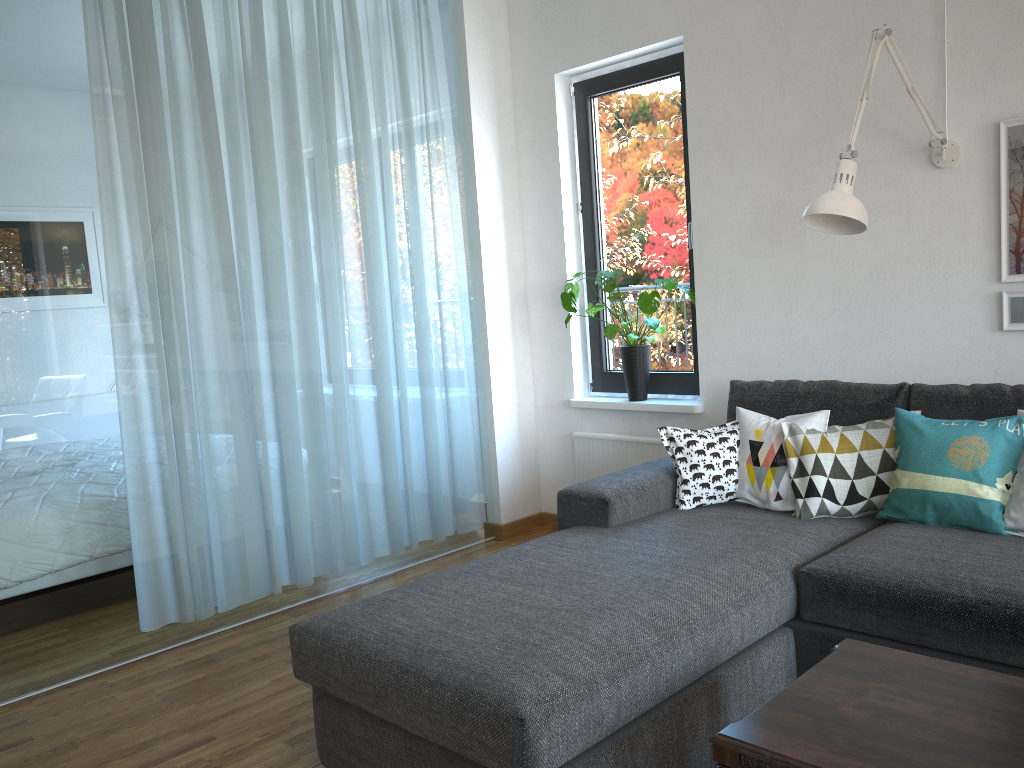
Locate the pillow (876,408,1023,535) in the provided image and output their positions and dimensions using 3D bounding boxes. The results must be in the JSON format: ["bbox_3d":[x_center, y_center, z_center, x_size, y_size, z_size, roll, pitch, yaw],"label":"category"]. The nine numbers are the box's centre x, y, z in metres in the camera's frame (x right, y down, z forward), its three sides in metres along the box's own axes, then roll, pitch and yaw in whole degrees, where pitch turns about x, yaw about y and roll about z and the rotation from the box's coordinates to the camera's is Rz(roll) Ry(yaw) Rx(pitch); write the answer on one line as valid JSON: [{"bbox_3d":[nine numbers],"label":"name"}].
[{"bbox_3d":[1.364,0.258,2.725,0.414,0.341,0.272,2,9,44],"label":"pillow"}]

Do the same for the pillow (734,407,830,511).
[{"bbox_3d":[0.919,0.260,3.077,0.360,0.344,0.172,2,9,44],"label":"pillow"}]

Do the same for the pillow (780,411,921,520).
[{"bbox_3d":[1.139,0.276,2.965,0.454,0.363,0.242,-3,6,12],"label":"pillow"}]

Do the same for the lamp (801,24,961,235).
[{"bbox_3d":[1.204,-0.833,2.925,0.697,0.671,0.200,-9,8,-36],"label":"lamp"}]

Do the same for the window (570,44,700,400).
[{"bbox_3d":[5.962,-0.195,17.101,24.347,18.401,13.969,-9,8,-38],"label":"window"}]

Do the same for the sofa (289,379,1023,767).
[{"bbox_3d":[1.037,0.523,2.189,2.508,0.849,2.160,2,8,45],"label":"sofa"}]

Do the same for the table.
[{"bbox_3d":[0.984,0.815,1.419,1.179,0.409,0.569,2,8,45],"label":"table"}]

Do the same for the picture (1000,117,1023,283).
[{"bbox_3d":[1.783,-0.606,2.844,0.390,0.535,0.013,2,9,45],"label":"picture"}]

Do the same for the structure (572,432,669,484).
[{"bbox_3d":[0.620,0.474,4.153,0.817,0.460,0.076,1,8,42],"label":"structure"}]

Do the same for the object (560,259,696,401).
[{"bbox_3d":[0.509,-0.242,4.064,0.657,0.676,0.447,0,8,36],"label":"object"}]

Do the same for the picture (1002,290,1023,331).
[{"bbox_3d":[1.973,-0.242,2.729,0.837,0.136,0.021,2,9,45],"label":"picture"}]

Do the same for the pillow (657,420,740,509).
[{"bbox_3d":[0.702,0.294,3.171,0.334,0.320,0.160,-5,6,-9],"label":"pillow"}]

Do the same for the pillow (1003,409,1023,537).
[{"bbox_3d":[1.617,0.280,2.482,0.436,0.369,0.285,2,9,45],"label":"pillow"}]
